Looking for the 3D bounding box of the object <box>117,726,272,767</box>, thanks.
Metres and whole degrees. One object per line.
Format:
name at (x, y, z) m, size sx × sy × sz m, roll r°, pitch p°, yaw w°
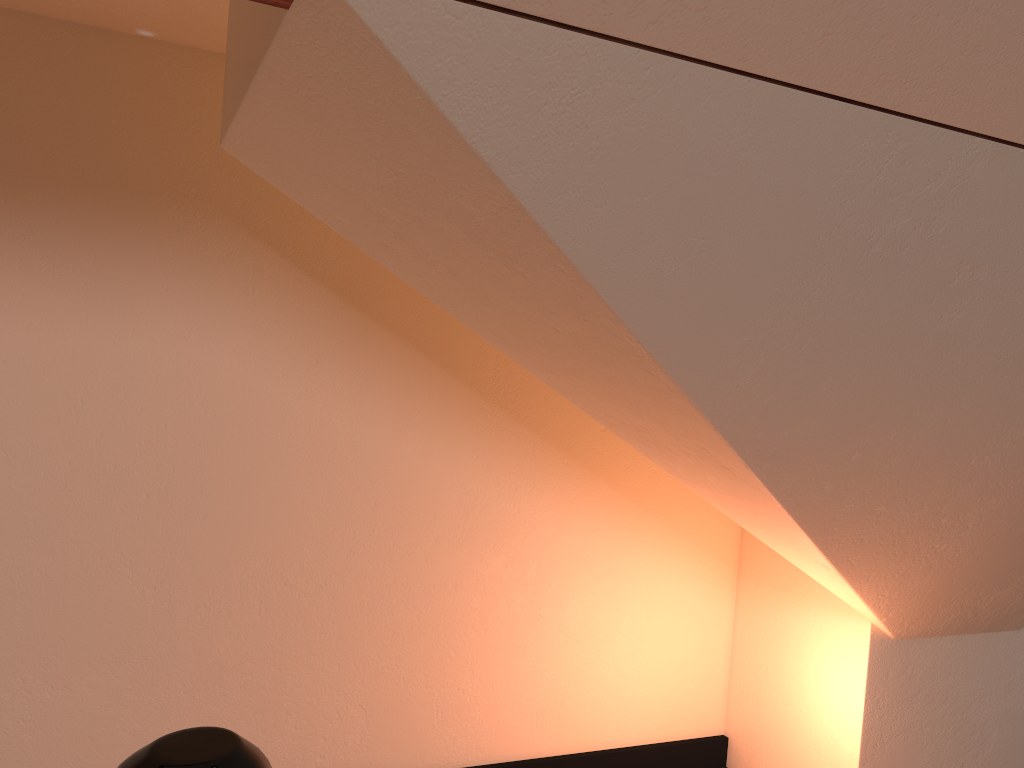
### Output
object at (-0.245, 0.416, 0.604) m, size 0.156 × 0.229 × 0.276 m, roll 4°, pitch 0°, yaw 5°
